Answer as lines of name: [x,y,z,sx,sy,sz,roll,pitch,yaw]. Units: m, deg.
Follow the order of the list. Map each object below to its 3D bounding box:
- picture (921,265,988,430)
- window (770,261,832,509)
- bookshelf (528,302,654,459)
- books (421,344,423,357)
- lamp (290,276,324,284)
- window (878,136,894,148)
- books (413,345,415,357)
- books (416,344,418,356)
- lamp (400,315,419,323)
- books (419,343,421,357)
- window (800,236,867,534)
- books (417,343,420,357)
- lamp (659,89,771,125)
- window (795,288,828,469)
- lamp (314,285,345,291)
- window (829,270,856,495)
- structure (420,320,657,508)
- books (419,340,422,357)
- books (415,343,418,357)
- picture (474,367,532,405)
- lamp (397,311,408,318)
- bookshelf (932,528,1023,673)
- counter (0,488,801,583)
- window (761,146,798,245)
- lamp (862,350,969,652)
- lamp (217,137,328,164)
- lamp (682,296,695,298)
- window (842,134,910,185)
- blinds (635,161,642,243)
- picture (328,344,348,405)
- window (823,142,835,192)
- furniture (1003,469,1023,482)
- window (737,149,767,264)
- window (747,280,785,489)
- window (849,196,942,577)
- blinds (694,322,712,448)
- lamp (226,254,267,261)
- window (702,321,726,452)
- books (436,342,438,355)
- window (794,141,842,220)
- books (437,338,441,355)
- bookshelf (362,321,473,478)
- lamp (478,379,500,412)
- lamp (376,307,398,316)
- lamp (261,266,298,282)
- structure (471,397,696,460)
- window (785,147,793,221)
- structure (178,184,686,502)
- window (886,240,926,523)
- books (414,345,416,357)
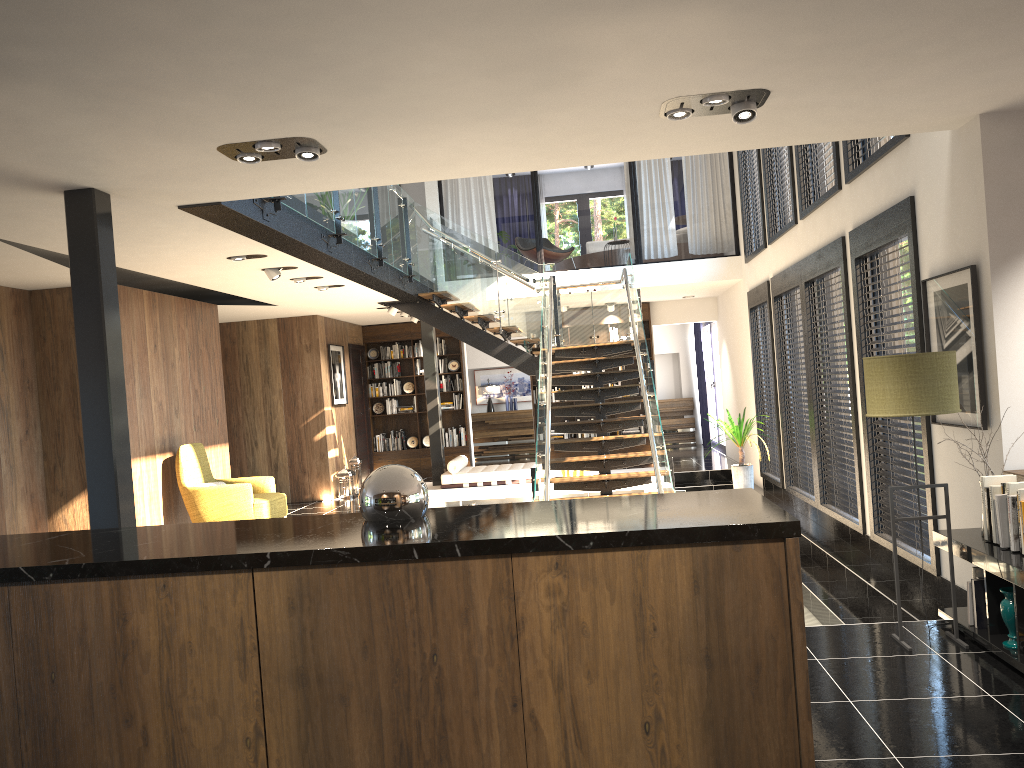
picture: [2.604,-0.201,5.247,0.028,0.911,0.748,-4,0,5]
window: [3.199,-0.005,9.544,0.358,2.476,1.498,-4,0,5]
bookshelf: [1.374,0.050,15.044,2.090,2.683,0.273,-4,1,5]
books: [-1.528,-0.578,15.308,0.019,0.216,0.214,-4,0,5]
lamp: [-2.093,-1.120,9.022,0.346,0.177,0.195,-4,0,5]
window: [2.762,-2.850,6.377,0.005,2.297,1.220,-4,0,5]
books: [-1.672,-0.565,15.354,0.023,0.213,0.194,-4,0,5]
books: [-1.606,-0.580,15.293,0.014,0.231,0.280,-4,0,5]
lamp: [-1.610,-1.090,14.121,0.346,0.263,0.195,-4,0,5]
books: [-1.568,-0.588,15.305,0.035,0.241,0.208,-4,0,5]
window: [3.060,-0.001,8.055,0.358,2.476,1.498,-4,0,5]
books: [-1.593,-0.585,15.287,0.013,0.239,0.255,-4,0,5]
lamp: [0.952,-1.363,4.207,0.501,0.231,0.349,-4,0,5]
window: [3.269,-0.010,9.529,0.005,2.297,1.313,-4,0,5]
lamp: [-2.021,-1.122,9.795,0.346,0.177,0.195,-4,0,5]
window: [3.129,-0.007,8.040,0.005,2.297,1.313,-4,0,5]
structure: [0.119,0.400,12.745,3.782,3.245,1.148,-4,0,5]
books: [-1.550,-0.607,15.258,0.011,0.276,0.287,-4,0,5]
books: [-1.627,-0.581,15.315,0.033,0.237,0.231,-4,0,5]
picture: [0.971,-0.051,18.755,3.543,0.748,0.035,-4,1,5]
lamp: [-1.683,-1.104,13.349,0.346,0.231,0.195,-4,0,5]
bookshelf: [2.389,1.022,4.092,0.356,0.500,1.304,-4,0,5]
counter: [-1.014,0.498,2.747,3.574,0.041,0.698,-4,0,5]
window: [2.988,-2.852,9.559,0.358,2.476,1.393,-4,0,5]
lamp: [2.082,0.568,4.514,0.437,1.445,0.637,-4,0,31]
lamp: [-1.192,-1.219,4.409,0.501,0.195,0.349,-4,0,5]
lamp: [2.880,-1.479,14.488,0.195,0.158,0.346,-4,0,5]
window: [2.692,-2.845,6.391,0.358,2.476,1.393,-4,0,5]
blinds: [1.927,-3.127,12.622,0.670,2.699,0.134,-4,1,6]
picture: [-2.658,-0.140,13.570,0.028,0.911,0.748,-4,0,5]
window: [2.909,-2.854,7.955,0.005,2.297,1.220,-4,0,5]
furniture: [3.877,0.740,3.933,2.609,0.822,1.365,-4,0,5]
window: [3.137,-2.856,11.147,0.358,2.476,1.393,-4,0,5]
window: [3.352,-0.005,11.173,0.358,2.476,1.393,-4,0,5]
window: [2.906,0.002,6.417,0.358,2.476,1.393,-4,0,5]
blinds: [3.734,-0.092,17.534,0.161,2.770,1.080,-4,0,4]
lamp: [-2.238,-1.127,7.478,0.346,0.158,0.195,-4,0,5]
window: [3.834,-0.015,16.623,0.184,2.476,2.980,-4,0,5]
books: [-1.306,-0.610,15.308,0.064,0.247,0.209,-4,0,5]
window: [2.840,-2.848,7.970,0.358,2.476,1.393,-4,0,5]
books: [-1.251,-0.642,15.255,0.017,0.302,0.266,-4,0,5]
bookshelf: [-1.629,0.278,15.329,1.703,2.683,0.273,-4,1,5]
lamp: [-0.472,0.247,18.640,0.470,0.726,0.470,-4,0,-2]
lamp: [-1.754,-1.086,12.579,0.346,0.263,0.195,-4,0,5]
lamp: [-2.162,-1.084,8.251,0.346,0.247,0.195,-4,0,5]
structure: [0.619,0.997,18.613,6.277,0.982,0.885,-4,0,5]
window: [3.058,-2.857,9.544,0.005,2.297,1.220,-4,0,5]
structure: [-0.196,-0.002,8.964,3.447,4.869,7.278,-4,0,5]
window: [2.976,-0.003,6.402,0.005,2.297,1.220,-4,0,5]
books: [-1.654,-0.563,15.306,0.021,0.204,0.224,-4,0,5]
